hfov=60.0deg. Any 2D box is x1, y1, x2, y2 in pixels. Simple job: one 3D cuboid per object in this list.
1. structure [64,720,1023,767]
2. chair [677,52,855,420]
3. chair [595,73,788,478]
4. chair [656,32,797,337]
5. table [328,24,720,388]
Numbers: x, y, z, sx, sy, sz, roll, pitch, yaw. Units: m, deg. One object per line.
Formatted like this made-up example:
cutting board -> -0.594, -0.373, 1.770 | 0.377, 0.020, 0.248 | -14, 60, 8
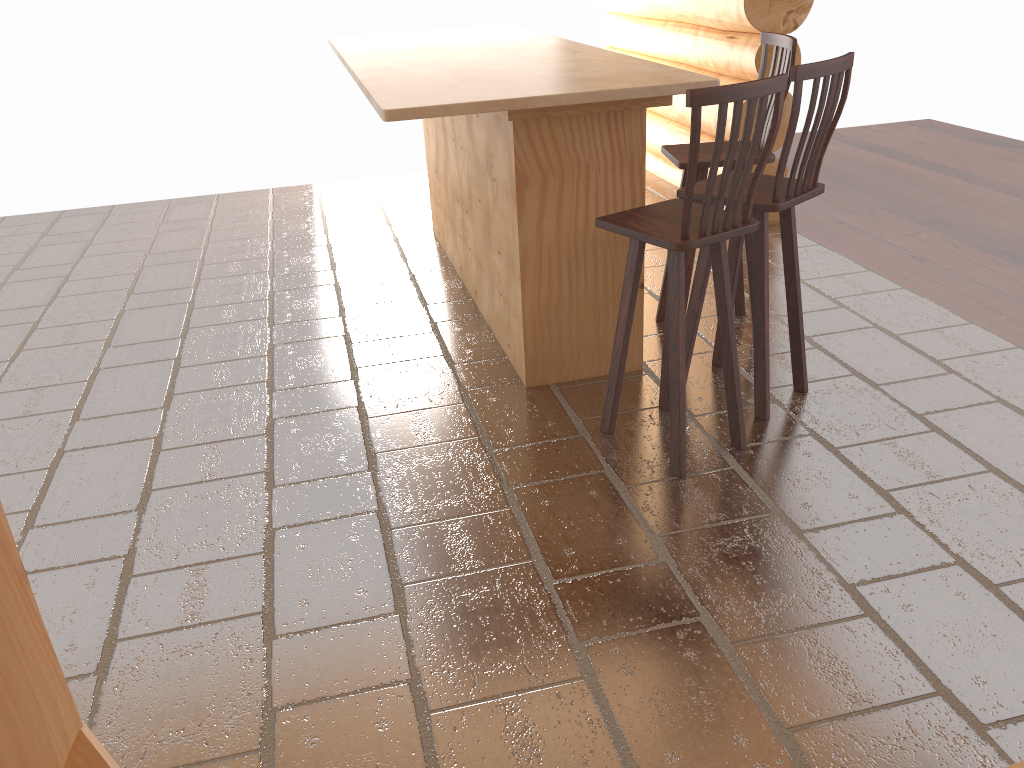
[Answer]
structure -> 0.993, 0.631, 0.613 | 3.604, 1.643, 1.951 | -12, 27, -16
chair -> 0.935, -0.560, 3.408 | 0.504, 1.319, 0.406 | 21, 35, 40
chair -> 0.587, -0.373, 3.067 | 0.406, 1.319, 0.504 | -19, 30, -29
chair -> 0.947, -0.863, 4.023 | 0.504, 1.319, 0.406 | -4, 26, -2
table -> -0.191, -1.086, 4.685 | 1.196, 1.257, 3.220 | -9, 27, -11
